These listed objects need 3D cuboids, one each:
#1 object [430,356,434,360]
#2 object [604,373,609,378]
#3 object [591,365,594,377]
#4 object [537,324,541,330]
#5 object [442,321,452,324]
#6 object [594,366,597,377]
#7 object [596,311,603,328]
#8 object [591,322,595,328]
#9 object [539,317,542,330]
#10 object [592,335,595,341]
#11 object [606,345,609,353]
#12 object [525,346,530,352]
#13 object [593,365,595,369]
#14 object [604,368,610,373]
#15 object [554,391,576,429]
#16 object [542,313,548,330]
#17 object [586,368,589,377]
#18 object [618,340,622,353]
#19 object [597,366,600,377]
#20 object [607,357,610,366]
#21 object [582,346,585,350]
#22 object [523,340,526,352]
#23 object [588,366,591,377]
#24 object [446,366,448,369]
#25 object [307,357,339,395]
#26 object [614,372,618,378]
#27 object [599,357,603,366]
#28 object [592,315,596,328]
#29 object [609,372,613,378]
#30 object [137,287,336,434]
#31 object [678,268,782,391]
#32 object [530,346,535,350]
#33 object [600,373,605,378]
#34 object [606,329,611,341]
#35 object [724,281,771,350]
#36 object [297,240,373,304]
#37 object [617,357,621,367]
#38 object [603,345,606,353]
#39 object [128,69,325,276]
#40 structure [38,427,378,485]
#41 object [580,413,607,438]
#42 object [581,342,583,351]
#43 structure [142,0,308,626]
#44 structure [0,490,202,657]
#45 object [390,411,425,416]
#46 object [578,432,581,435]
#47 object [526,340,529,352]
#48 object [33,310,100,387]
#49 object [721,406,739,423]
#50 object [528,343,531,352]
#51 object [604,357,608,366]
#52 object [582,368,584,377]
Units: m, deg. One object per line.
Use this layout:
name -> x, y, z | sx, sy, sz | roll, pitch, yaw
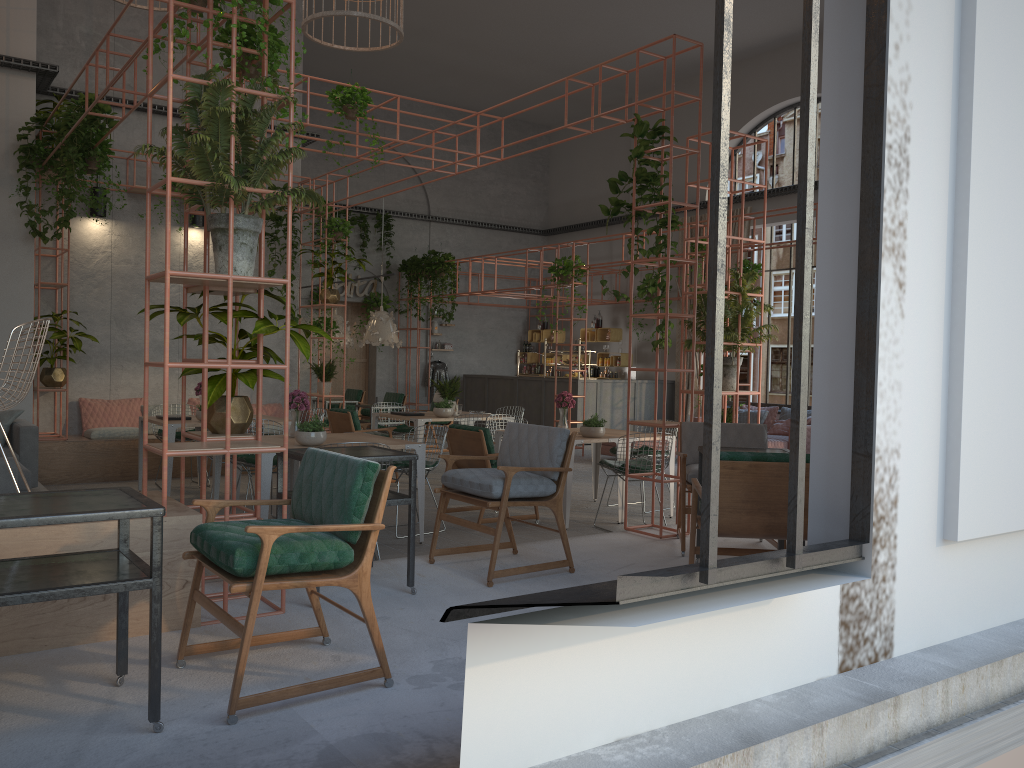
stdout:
object -> -1.798, -0.601, 19.892 | 0.093, 0.121, 0.049 | 0, 2, -33
object -> 1.985, -0.183, 18.606 | 0.115, 0.107, 0.115 | 2, 1, 21
object -> 1.727, -0.291, 18.972 | 0.066, 0.291, 0.066 | 2, 2, 39
object -> 0.634, -1.316, 20.529 | 0.088, 0.123, 0.088 | 2, 1, 21
object -> -1.467, -1.400, 20.036 | 0.263, 0.101, 0.013 | 0, 2, -35
object -> 1.798, -0.286, 19.028 | 0.065, 0.280, 0.065 | 2, 1, 8
object -> 1.873, -1.382, 19.012 | 0.134, 0.386, 0.134 | 3, 2, 44
object -> 1.736, -1.252, 18.959 | 0.088, 0.123, 0.088 | 2, 1, 21
object -> 0.689, -1.410, 20.761 | 0.134, 0.301, 0.134 | 3, 2, 44
object -> 1.782, -0.979, 18.957 | 0.123, 0.142, 0.141 | 0, 2, -35
object -> 2.004, -0.733, 18.607 | 0.083, 0.159, 0.083 | 2, 1, 10
object -> 0.369, -0.822, 20.936 | 0.115, 0.147, 0.115 | 2, 1, 10
object -> 1.744, -0.292, 19.091 | 0.074, 0.287, 0.072 | 1, 1, -3
object -> 2.005, -0.289, 18.693 | 0.115, 0.107, 0.115 | 2, 1, 21
object -> 0.553, 0.280, 9.306 | 0.213, 0.414, 0.225 | 0, 2, -43
object -> 0.771, -1.446, 20.583 | 0.134, 0.386, 0.134 | 1, 1, -1
object -> 1.621, -0.275, 19.122 | 0.072, 0.248, 0.094 | 0, 2, -35
object -> 2.258, -0.780, 18.462 | 0.075, 0.273, 0.075 | 3, 2, 44
object -> 1.863, -0.289, 19.077 | 0.074, 0.287, 0.072 | 1, 1, -3
object -> 2.025, -0.464, 18.520 | 0.069, 0.191, 0.069 | 1, 1, -18
object -> 1.579, -0.757, 19.441 | 0.115, 0.147, 0.115 | 1, 2, -26
object -> 0.298, -0.897, 21.014 | 0.066, 0.291, 0.066 | 2, 2, 25
object -> 1.675, -0.272, 19.036 | 0.082, 0.246, 0.082 | 1, 1, -2
object -> -1.466, -0.345, 20.144 | 0.033, 0.146, 0.070 | 2, 2, 26
object -> -2.626, -0.113, 12.383 | 0.438, 0.527, 0.368 | 0, 2, -35
object -> 2.193, -0.192, 18.661 | 0.073, 0.131, 0.073 | 0, 2, -42
object -> 1.879, -0.473, 18.728 | 0.069, 0.191, 0.069 | 1, 2, -23
object -> 1.791, -1.346, 19.190 | 0.134, 0.301, 0.134 | 3, 2, 44
object -> 2.078, -0.192, 18.574 | 0.073, 0.131, 0.073 | 0, 2, -42
object -> -1.538, -0.176, 5.028 | 0.934, 0.923, 0.903 | 2, 1, 21
object -> 1.969, -0.491, 8.091 | 0.894, 1.100, 0.900 | 1, 1, -6
object -> 0.477, -0.821, 21.012 | 0.115, 0.147, 0.115 | 2, 1, 10
object -> 1.910, -0.187, 18.712 | 0.115, 0.107, 0.115 | 0, 2, -38
object -> 2.052, -1.025, 18.681 | 0.137, 0.261, 0.137 | 1, 1, 1
object -> 3.012, -0.935, 11.956 | 0.923, 0.946, 0.924 | 2, 1, 21
object -> -2.460, -1.576, 12.339 | 0.934, 0.947, 0.903 | 2, 1, 16
object -> 2.237, -0.462, 18.292 | 0.131, 0.207, 0.131 | 2, 1, 10
object -> 1.952, -0.736, 18.681 | 0.083, 0.159, 0.083 | 2, 1, 10
object -> -1.424, -1.099, 4.571 | 0.894, 1.101, 0.900 | 2, 1, 19
structure -> -5.338, 0.825, 13.734 | 4.386, 0.500, 5.831 | 0, 2, -35
object -> 0.776, 0.401, 8.543 | 0.247, 0.247, 0.252 | 0, 2, -35
object -> 1.530, -0.832, 19.533 | 0.066, 0.291, 0.066 | 1, 1, 5
structure -> -1.376, -0.611, 4.482 | 0.748, 3.623, 0.722 | 0, 2, -35
structure -> -4.339, 0.547, 5.409 | 3.396, 1.111, 9.152 | 0, 2, -35
object -> -1.310, 0.373, 11.110 | 0.268, 0.031, 0.427 | 0, 2, -35
object -> 0.716, 0.476, 8.834 | 0.115, 0.073, 0.115 | 0, 2, -41
object -> 0.360, -0.897, 21.058 | 0.066, 0.291, 0.066 | 1, 2, -29
object -> -5.359, -0.422, 10.385 | 0.934, 0.919, 0.903 | 2, 2, 26
object -> 2.868, 0.527, 12.024 | 0.438, 0.527, 0.368 | 0, 2, -35
object -> 0.428, -0.896, 21.103 | 0.066, 0.291, 0.066 | 1, 1, 5
object -> 1.973, -0.467, 18.594 | 0.069, 0.191, 0.069 | 1, 1, 0
object -> 1.554, -0.264, 19.208 | 0.073, 0.219, 0.105 | 1, 2, -29
